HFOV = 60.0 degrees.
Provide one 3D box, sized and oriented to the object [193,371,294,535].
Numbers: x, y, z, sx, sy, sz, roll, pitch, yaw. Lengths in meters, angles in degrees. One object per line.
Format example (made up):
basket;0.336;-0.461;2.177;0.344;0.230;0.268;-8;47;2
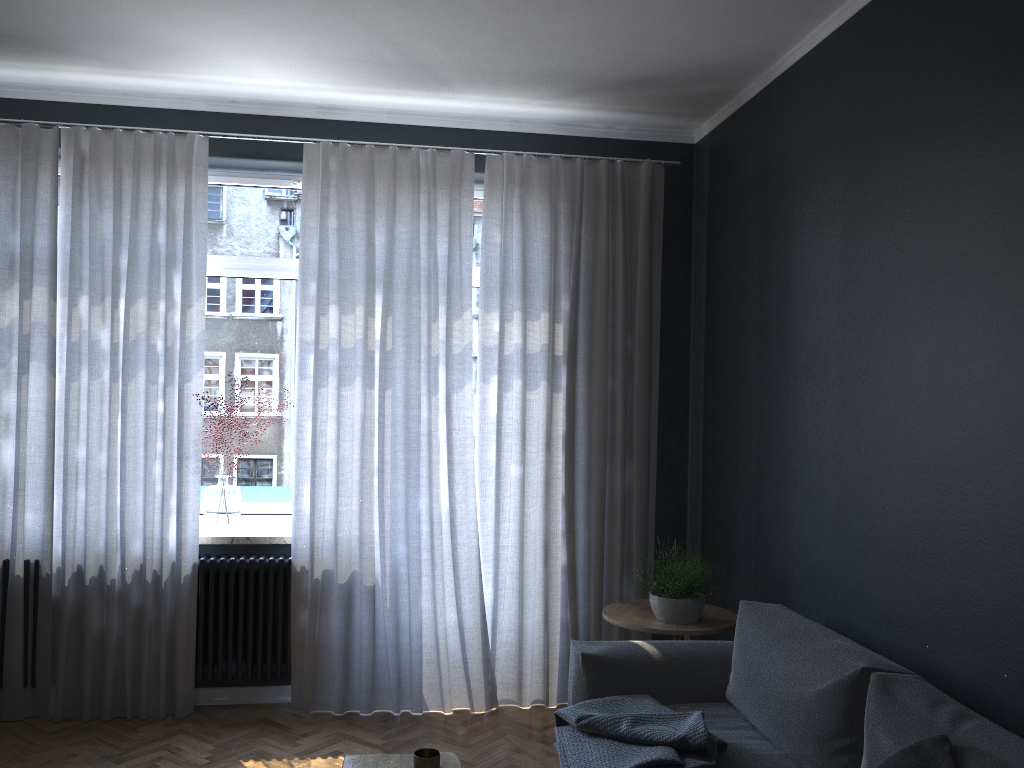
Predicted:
object;-1.403;0.346;4.407;0.514;0.809;0.599;2;-1;-34

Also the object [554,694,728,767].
object;0.409;1.218;2.976;0.490;0.329;0.666;1;-1;-4

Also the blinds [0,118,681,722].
blinds;-1.140;0.194;4.357;3.993;2.788;0.312;1;0;-9

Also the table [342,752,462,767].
table;-0.262;1.285;2.080;0.339;0.550;0.788;1;-1;-9

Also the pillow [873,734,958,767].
pillow;0.842;0.997;1.830;0.442;0.362;0.798;1;-1;9

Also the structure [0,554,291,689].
structure;-1.855;1.133;4.308;1.846;0.600;0.216;1;-1;-9

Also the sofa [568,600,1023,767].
sofa;0.798;1.189;2.452;0.970;0.798;2.340;1;-1;-9

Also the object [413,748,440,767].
object;-0.249;0.999;2.219;0.103;0.033;0.369;1;-1;2
